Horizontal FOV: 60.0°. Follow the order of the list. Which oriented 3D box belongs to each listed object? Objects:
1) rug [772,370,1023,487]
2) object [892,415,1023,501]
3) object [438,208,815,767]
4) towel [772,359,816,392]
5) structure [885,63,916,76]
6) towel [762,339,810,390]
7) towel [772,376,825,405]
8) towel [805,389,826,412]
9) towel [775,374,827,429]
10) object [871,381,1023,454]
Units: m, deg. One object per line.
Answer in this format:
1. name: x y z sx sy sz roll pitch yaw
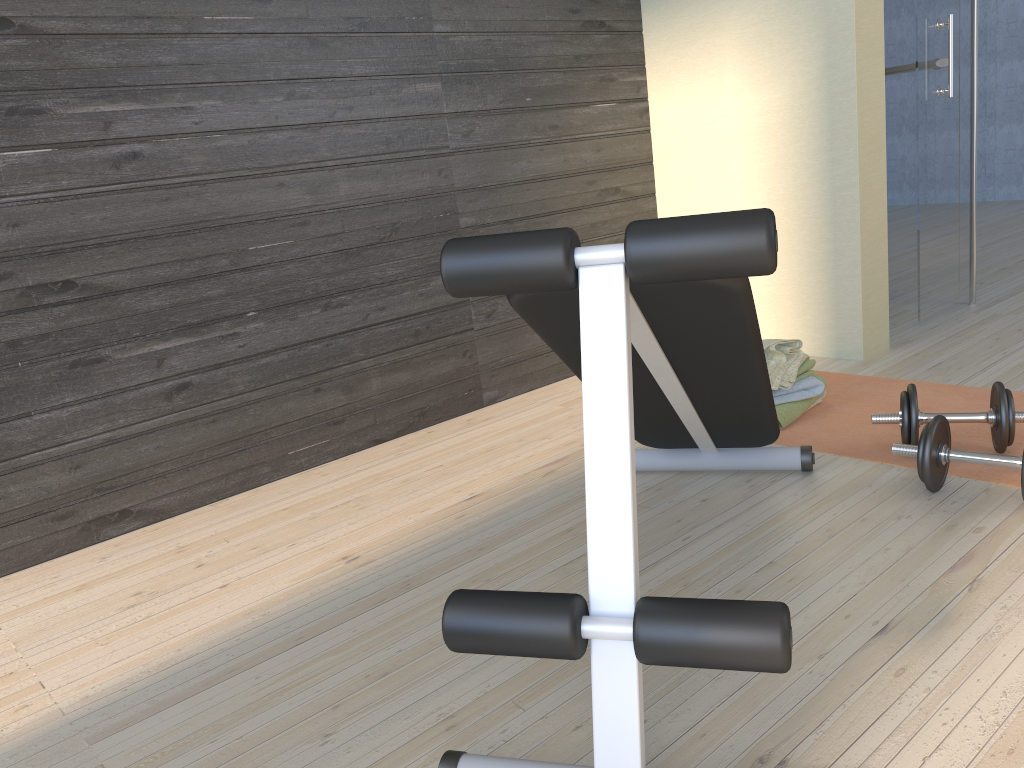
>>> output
1. rug: 1.603 0.172 1.978 0.716 0.002 2.779 -19 18 -39
2. object: 1.037 0.164 1.947 0.385 0.176 0.176 5 19 40
3. object: 0.287 0.035 1.635 0.505 0.746 1.312 -2 15 19
4. towel: 0.680 -0.016 2.739 0.371 0.085 0.376 -17 17 -34
5. structure: 1.585 -1.356 3.878 0.062 0.046 0.636 -19 18 -39
6. towel: 0.701 -0.071 2.721 0.384 0.123 0.373 2 17 33
7. towel: 0.707 0.019 2.736 0.383 0.078 0.383 -13 15 -22
8. towel: 0.730 0.058 2.767 0.371 0.044 0.376 -19 19 -40
9. towel: 0.734 0.040 2.742 0.367 0.081 0.380 -20 19 -41
10. object: 1.097 0.084 2.195 0.385 0.176 0.176 -2 15 21
